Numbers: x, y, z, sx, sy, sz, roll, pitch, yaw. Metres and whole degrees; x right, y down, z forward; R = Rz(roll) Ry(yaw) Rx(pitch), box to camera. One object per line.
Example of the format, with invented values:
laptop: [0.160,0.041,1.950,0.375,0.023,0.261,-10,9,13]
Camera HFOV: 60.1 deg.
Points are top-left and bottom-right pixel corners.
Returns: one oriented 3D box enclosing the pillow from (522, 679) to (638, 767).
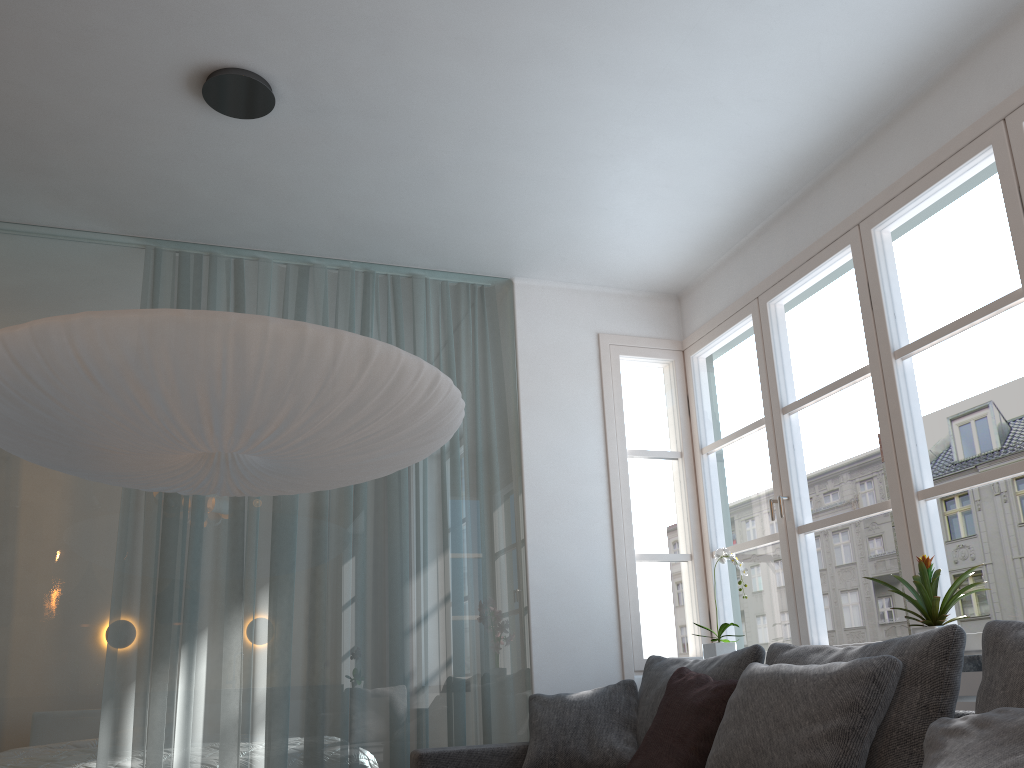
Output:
pillow: [0.269,1.366,3.509,0.517,0.352,0.352,-9,-18,19]

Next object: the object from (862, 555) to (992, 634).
object: [1.344,0.697,2.798,0.325,0.322,0.381,14,-24,-42]

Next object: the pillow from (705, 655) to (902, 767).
pillow: [0.800,0.986,2.512,0.292,0.389,0.680,3,-19,-19]

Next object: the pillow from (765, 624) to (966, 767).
pillow: [0.938,0.966,2.552,0.277,0.465,0.856,3,-19,-18]

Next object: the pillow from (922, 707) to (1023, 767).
pillow: [0.958,0.747,1.733,0.447,0.315,0.499,11,-22,-36]

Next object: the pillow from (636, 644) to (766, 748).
pillow: [0.649,1.252,3.341,0.275,0.468,0.852,3,-19,-18]

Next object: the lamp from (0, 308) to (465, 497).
lamp: [-0.877,0.163,2.687,1.473,0.206,1.497,-8,-20,16]

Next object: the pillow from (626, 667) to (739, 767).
pillow: [0.584,1.181,3.052,0.311,0.395,0.531,3,-18,-17]

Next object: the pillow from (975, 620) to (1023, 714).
pillow: [1.222,0.668,1.715,0.275,0.467,0.853,3,-19,-18]

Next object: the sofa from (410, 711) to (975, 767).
sofa: [0.140,1.187,2.141,2.042,0.658,3.128,4,-20,-18]
